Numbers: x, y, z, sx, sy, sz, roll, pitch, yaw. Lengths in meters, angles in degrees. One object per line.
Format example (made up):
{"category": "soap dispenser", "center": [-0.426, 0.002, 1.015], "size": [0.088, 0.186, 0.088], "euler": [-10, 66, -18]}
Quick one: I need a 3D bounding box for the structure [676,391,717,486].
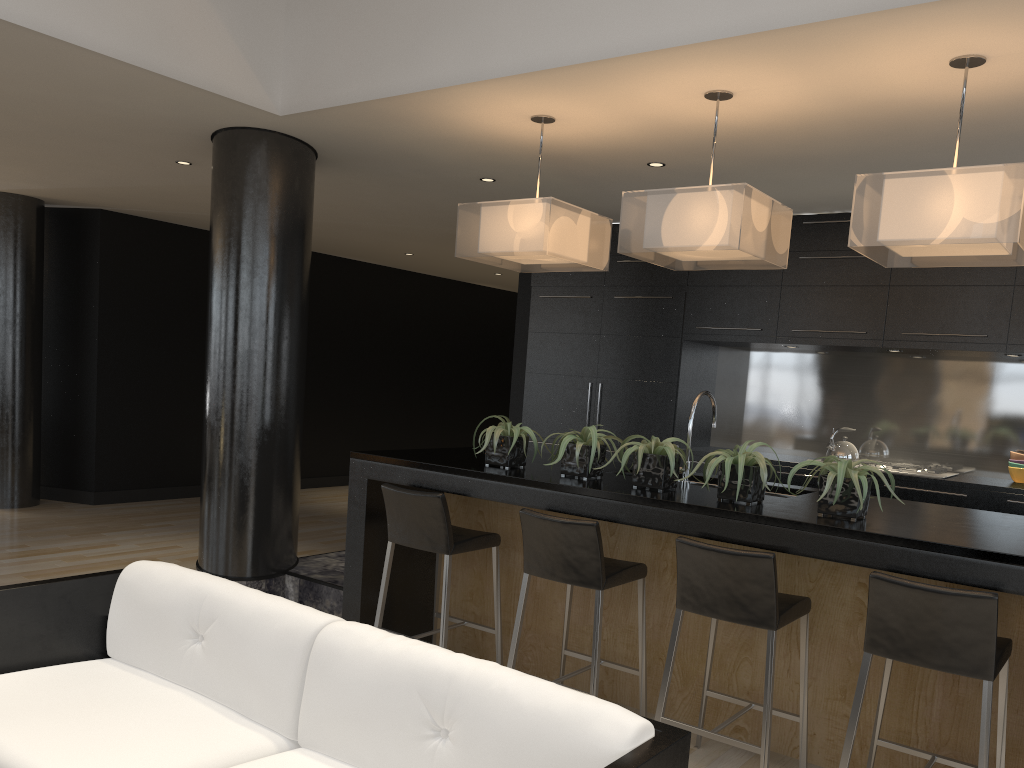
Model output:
{"category": "structure", "center": [0.973, 0.548, 4.141], "size": [2.762, 1.026, 0.654], "euler": [5, 4, 36]}

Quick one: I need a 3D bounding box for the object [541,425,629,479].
{"category": "object", "center": [0.281, 0.291, 3.922], "size": [0.407, 0.241, 0.394], "euler": [3, 2, -29]}

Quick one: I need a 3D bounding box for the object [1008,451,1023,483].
{"category": "object", "center": [3.387, 0.554, 5.821], "size": [0.203, 0.207, 0.185], "euler": [7, 4, 37]}

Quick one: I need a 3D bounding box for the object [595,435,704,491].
{"category": "object", "center": [0.614, 0.329, 3.650], "size": [0.398, 0.219, 0.403], "euler": [3, 2, -29]}

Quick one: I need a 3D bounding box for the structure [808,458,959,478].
{"category": "structure", "center": [2.572, 0.585, 6.145], "size": [0.895, 0.067, 0.520], "euler": [5, 1, 36]}

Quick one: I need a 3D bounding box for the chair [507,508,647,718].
{"category": "chair", "center": [0.284, 1.008, 3.736], "size": [0.473, 0.971, 0.518], "euler": [8, 6, 36]}

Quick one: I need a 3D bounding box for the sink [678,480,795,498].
{"category": "sink", "center": [0.906, 0.567, 4.124], "size": [0.917, 0.161, 0.460], "euler": [5, 1, 36]}

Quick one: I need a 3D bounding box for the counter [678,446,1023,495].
{"category": "counter", "center": [2.583, 0.608, 6.163], "size": [2.846, 0.034, 0.730], "euler": [5, 1, 36]}

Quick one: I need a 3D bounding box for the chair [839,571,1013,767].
{"category": "chair", "center": [1.386, 1.095, 2.933], "size": [0.473, 0.971, 0.518], "euler": [8, 6, 36]}

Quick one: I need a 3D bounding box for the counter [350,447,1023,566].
{"category": "counter", "center": [0.805, 0.465, 3.896], "size": [3.098, 0.032, 1.179], "euler": [5, 1, 36]}

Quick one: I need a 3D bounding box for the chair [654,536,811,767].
{"category": "chair", "center": [0.845, 1.052, 3.327], "size": [0.473, 0.971, 0.518], "euler": [8, 6, 36]}

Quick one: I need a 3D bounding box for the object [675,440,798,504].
{"category": "object", "center": [0.919, 0.342, 3.430], "size": [0.398, 0.241, 0.403], "euler": [3, 2, -29]}

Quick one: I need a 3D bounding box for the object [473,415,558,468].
{"category": "object", "center": [-0.033, 0.266, 4.182], "size": [0.398, 0.241, 0.403], "euler": [3, 2, -29]}

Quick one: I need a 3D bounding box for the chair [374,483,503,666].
{"category": "chair", "center": [-0.348, 0.958, 4.196], "size": [0.473, 0.971, 0.518], "euler": [8, 6, 36]}

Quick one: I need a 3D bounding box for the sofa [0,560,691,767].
{"category": "sofa", "center": [-0.694, 1.031, 2.229], "size": [2.021, 0.809, 0.837], "euler": [5, 3, 36]}

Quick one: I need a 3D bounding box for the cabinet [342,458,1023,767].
{"category": "cabinet", "center": [0.767, 1.001, 3.952], "size": [3.098, 1.045, 1.178], "euler": [5, 3, 36]}

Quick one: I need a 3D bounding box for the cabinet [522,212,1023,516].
{"category": "cabinet", "center": [2.602, 0.152, 6.095], "size": [5.697, 2.545, 0.727], "euler": [5, 5, 36]}

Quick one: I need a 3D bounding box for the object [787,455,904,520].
{"category": "object", "center": [1.263, 0.379, 3.250], "size": [0.407, 0.219, 0.394], "euler": [3, 2, -29]}

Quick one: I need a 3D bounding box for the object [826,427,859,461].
{"category": "object", "center": [2.336, 0.418, 6.213], "size": [0.220, 0.232, 0.220], "euler": [6, 4, 29]}
